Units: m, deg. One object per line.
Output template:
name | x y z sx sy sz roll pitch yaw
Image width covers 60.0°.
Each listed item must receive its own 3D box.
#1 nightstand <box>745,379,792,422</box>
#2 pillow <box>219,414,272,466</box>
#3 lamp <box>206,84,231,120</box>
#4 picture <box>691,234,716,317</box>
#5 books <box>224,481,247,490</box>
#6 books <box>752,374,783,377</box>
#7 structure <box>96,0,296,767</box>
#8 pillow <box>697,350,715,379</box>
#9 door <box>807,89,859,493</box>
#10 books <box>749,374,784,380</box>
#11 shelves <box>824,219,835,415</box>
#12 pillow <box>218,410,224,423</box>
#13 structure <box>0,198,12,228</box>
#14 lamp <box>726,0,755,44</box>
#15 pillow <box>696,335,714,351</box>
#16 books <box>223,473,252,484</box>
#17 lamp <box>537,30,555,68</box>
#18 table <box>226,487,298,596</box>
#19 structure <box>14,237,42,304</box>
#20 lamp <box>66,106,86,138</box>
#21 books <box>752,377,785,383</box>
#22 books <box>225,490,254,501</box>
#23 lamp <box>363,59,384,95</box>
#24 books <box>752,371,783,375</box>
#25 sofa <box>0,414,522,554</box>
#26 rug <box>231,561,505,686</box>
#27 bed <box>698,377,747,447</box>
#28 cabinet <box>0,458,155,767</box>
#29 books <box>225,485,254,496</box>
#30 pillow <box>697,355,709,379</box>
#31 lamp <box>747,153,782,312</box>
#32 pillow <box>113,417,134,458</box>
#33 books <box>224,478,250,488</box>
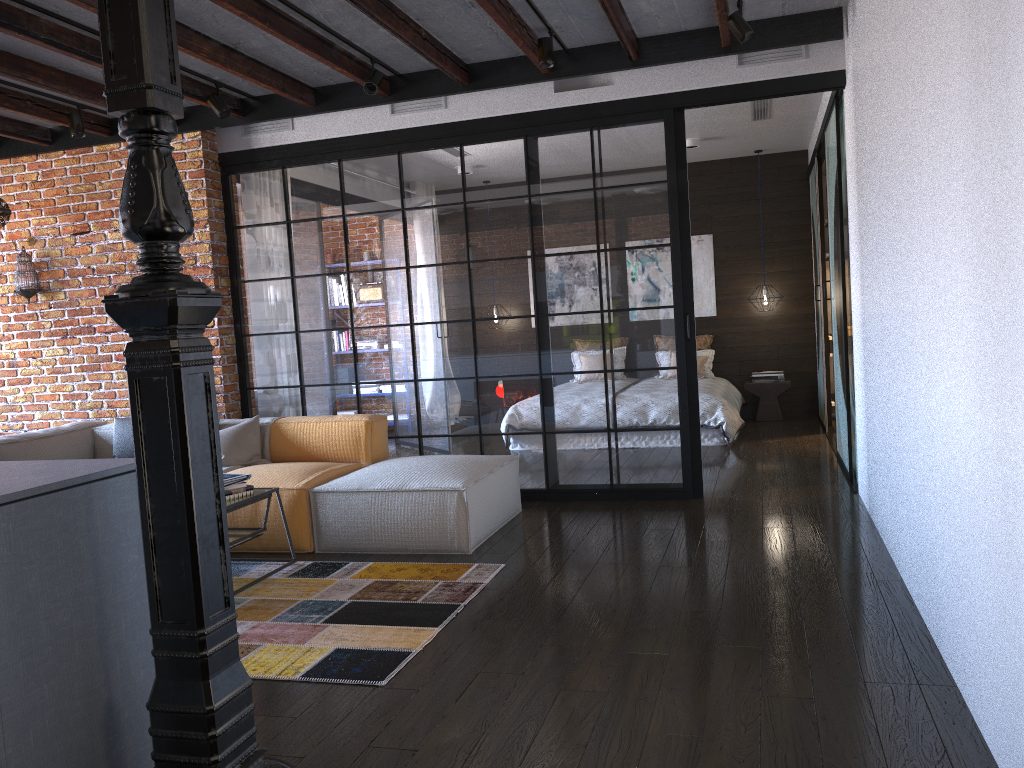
nightstand | 2.643 0.169 9.132 0.457 0.400 0.300 -3 4 16
pillow | -1.761 0.370 5.459 0.485 0.314 0.358 -6 5 -31
lamp | -1.780 -1.712 5.387 0.150 0.210 0.093 -2 4 18
picture | 1.703 -1.133 9.524 0.923 0.864 0.008 -3 4 16
books | -1.422 0.492 4.251 0.239 0.023 0.190 -7 5 -39
books | 2.623 -0.099 9.107 0.303 0.017 0.228 -3 4 14
structure | -1.068 -0.392 6.115 0.481 2.395 8.510 -4 4 -3
pillow | 1.808 -0.202 9.264 0.621 0.304 0.360 -3 4 13
door | 2.556 -0.718 7.167 0.138 2.594 4.183 -3 4 16
books | 2.619 -0.074 9.112 0.293 0.034 0.233 -1 4 32
shelves | 3.942 -0.630 6.816 2.655 2.129 4.057 -3 4 16
pillow | -2.098 0.352 5.624 0.495 0.354 0.293 -4 4 2
structure | -3.584 -1.373 6.045 0.265 0.779 0.273 -7 5 -34
lamp | 1.163 -1.848 4.537 0.146 0.210 0.093 -3 4 11
pillow | 1.811 -0.290 9.408 0.646 0.492 0.306 -3 4 16
books | -1.409 0.459 4.235 0.196 0.014 0.267 -2 4 27
lamp | 0.196 -1.816 4.802 0.114 0.184 0.082 -5 4 -19
table | -1.618 0.757 4.185 0.848 0.389 0.842 -3 4 16
structure | -3.478 -0.816 6.341 0.169 0.482 0.169 -3 4 16
lamp | -2.778 -1.673 5.662 0.113 0.194 0.085 -5 4 -13
books | 2.634 -0.044 9.115 0.316 0.028 0.258 -3 4 16
books | -1.401 0.536 4.239 0.209 0.024 0.247 -1 5 35
lamp | -0.797 -1.758 5.091 0.082 0.207 0.159 -3 4 16
books | 2.627 -0.115 9.113 0.307 0.014 0.247 -3 4 17
sofa | -1.835 0.624 4.745 3.301 0.698 2.535 -3 4 16
rug | -1.351 0.971 3.879 2.364 0.013 1.431 -3 4 16
bed | 1.160 0.241 8.720 2.233 0.509 2.121 -3 4 15
cabinet | -2.453 0.713 2.604 2.960 0.844 0.607 -3 4 16
books | -1.402 0.513 4.238 0.209 0.023 0.251 -1 5 36
pillow | 1.779 -0.204 9.051 0.450 0.304 0.269 -2 4 18
lamp | 2.534 -1.533 8.982 0.348 1.592 0.348 -3 4 9
pillow | -2.410 0.348 5.769 0.510 0.400 0.263 -3 4 10
books | -1.408 0.474 4.236 0.196 0.014 0.267 -3 4 15
